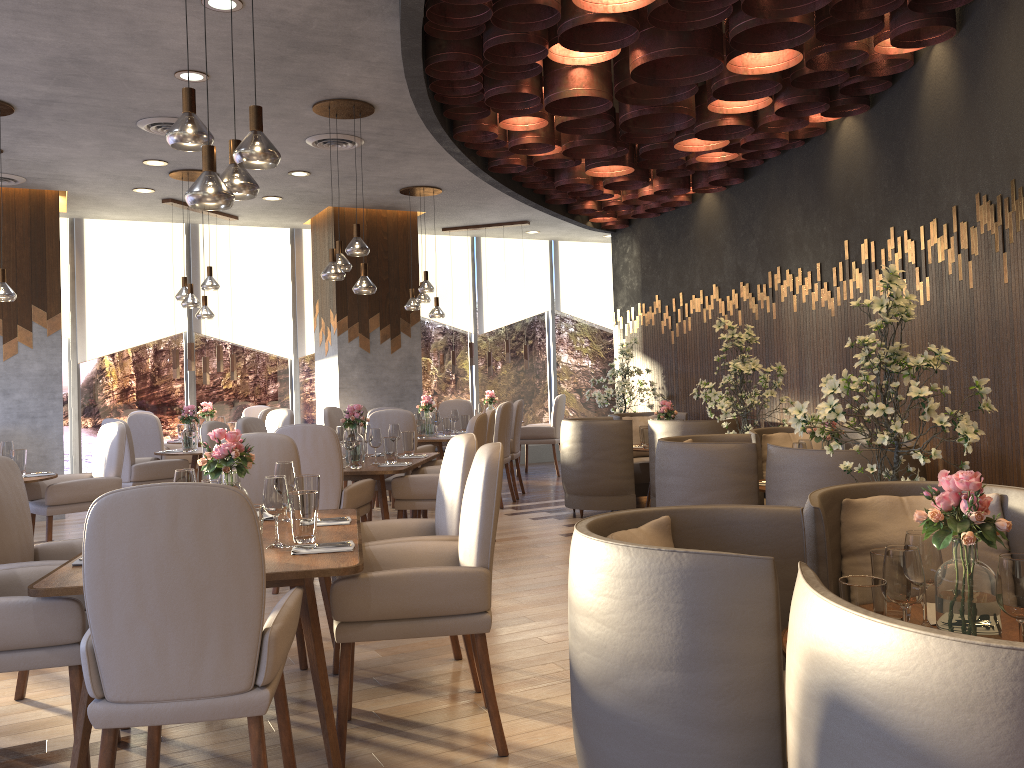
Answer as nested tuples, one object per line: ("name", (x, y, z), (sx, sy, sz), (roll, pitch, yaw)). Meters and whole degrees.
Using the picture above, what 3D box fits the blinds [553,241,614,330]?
("blinds", (1.123, -2.073, 13.182), (1.173, 2.683, 0.007), (-1, -2, -27))

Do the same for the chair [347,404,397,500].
("chair", (-1.431, 0.709, 9.514), (0.599, 1.001, 0.528), (-2, -1, 16))

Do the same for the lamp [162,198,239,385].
("lamp", (-3.367, -0.960, 9.703), (0.118, 1.933, 1.161), (-2, -1, 18))

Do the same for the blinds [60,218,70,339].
("blinds", (-5.555, -1.826, 9.764), (1.173, 2.683, 0.007), (-1, -2, -27))

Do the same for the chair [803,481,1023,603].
("chair", (1.267, 0.745, 2.680), (0.774, 0.838, 0.595), (-2, -1, 13))

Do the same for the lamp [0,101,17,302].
("lamp", (-3.606, -1.228, 5.997), (0.439, 1.327, 0.439), (-1, -1, -25))

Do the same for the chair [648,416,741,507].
("chair", (1.556, 0.704, 7.259), (0.774, 0.838, 0.595), (-2, -1, -12))

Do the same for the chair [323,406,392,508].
("chair", (-1.570, 0.718, 8.966), (0.599, 1.001, 0.528), (-2, -1, 11))

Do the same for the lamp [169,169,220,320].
("lamp", (-2.910, -1.266, 8.168), (0.439, 1.327, 0.439), (-1, -1, -20))

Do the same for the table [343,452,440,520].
("table", (-1.085, 0.885, 6.272), (0.964, 0.666, 1.306), (-2, 0, 6))

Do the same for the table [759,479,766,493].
("table", (1.781, 0.849, 5.018), (0.833, 0.562, 0.834), (-2, 0, 16))

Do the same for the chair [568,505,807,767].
("chair", (0.449, 0.775, 2.261), (0.595, 0.838, 0.774), (-2, -1, 23))

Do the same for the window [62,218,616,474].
("window", (-3.452, -0.559, 7.679), (8.057, 3.201, 16.120), (-2, 0, 18))

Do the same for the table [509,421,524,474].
("table", (-0.248, 0.824, 11.353), (0.834, 0.662, 0.833), (-2, 0, -36))

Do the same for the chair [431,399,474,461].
("chair", (-0.677, 0.681, 9.885), (0.528, 1.001, 0.599), (-2, -1, 11))

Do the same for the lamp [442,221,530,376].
("lamp", (-0.308, -1.075, 11.362), (1.160, 1.933, 0.118), (-2, -1, 18))

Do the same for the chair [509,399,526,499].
("chair", (-0.165, 0.669, 9.203), (0.599, 1.001, 0.528), (-2, -1, 9))

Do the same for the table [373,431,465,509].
("table", (-0.858, 0.858, 9.088), (0.964, 0.666, 1.307), (-2, 0, 14))

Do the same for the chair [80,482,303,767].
("chair", (-0.856, 0.738, 2.422), (0.528, 1.001, 0.599), (-2, -1, -8))

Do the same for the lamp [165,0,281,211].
("lamp", (-1.086, -1.295, 3.305), (0.439, 1.327, 0.439), (-2, -1, 12))

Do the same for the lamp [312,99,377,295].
("lamp", (-1.184, -1.312, 6.335), (0.439, 1.327, 0.439), (-1, -1, -22))

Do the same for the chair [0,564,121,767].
("chair", (-1.629, 0.761, 2.839), (0.600, 1.001, 0.528), (-2, -1, -13))

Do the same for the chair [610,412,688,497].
("chair", (1.276, 0.704, 8.610), (0.774, 0.838, 0.595), (-2, -1, -17))

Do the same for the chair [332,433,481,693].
("chair", (-0.433, 0.716, 3.631), (0.600, 1.001, 0.528), (-2, -1, -15))

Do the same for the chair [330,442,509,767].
("chair", (-0.314, 0.715, 3.074), (0.600, 1.001, 0.528), (-2, -1, -8))

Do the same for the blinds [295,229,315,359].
("blinds", (-2.213, -1.677, 11.462), (1.173, 2.683, 0.007), (-1, -2, -27))

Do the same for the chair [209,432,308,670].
("chair", (-1.180, 0.738, 4.061), (0.528, 1.001, 0.599), (-2, -1, -13))

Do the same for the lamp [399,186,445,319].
("lamp", (-0.922, -1.340, 9.167), (0.439, 1.327, 0.439), (-1, -2, -42))

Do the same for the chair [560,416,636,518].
("chair", (0.731, 0.727, 7.856), (0.595, 0.838, 0.774), (-2, -1, -7))

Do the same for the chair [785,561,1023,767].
("chair", (0.848, 0.767, 1.420), (0.774, 0.838, 0.595), (-2, -1, 18))

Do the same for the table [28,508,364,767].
("table", (-1.030, 0.904, 3.240), (0.965, 0.666, 1.306), (-2, 0, -10))

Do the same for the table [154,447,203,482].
("table", (-2.812, 0.933, 8.096), (0.833, 0.662, 0.834), (-2, 0, 37))

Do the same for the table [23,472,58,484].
("table", (-3.503, 0.971, 5.936), (0.833, 0.662, 0.834), (-2, 0, 23))

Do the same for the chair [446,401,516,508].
("chair", (-0.284, 0.676, 8.646), (0.599, 1.001, 0.528), (-2, -1, 16))

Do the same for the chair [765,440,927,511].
("chair", (1.674, 0.720, 4.358), (0.774, 0.838, 0.595), (-2, -1, 8))

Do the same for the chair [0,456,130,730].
("chair", (-1.727, 0.761, 3.396), (0.600, 1.001, 0.528), (-2, -1, -8))

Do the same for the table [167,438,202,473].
("table", (-3.308, 0.939, 9.661), (0.834, 0.662, 0.833), (-2, 0, -7))

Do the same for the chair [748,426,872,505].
("chair", (1.868, 0.704, 5.672), (0.774, 0.838, 0.595), (-2, -1, 3))

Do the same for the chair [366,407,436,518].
("chair", (-1.045, 0.705, 8.272), (0.528, 1.001, 0.599), (-2, -1, 16))

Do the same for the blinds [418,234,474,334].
("blinds", (-1.099, -2.013, 12.046), (1.173, 2.683, 0.007), (-1, -2, -27))

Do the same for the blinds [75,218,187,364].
("blinds", (-4.433, -1.584, 10.326), (1.173, 2.683, 0.007), (-1, -2, -27))

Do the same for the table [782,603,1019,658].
("table", (1.063, 0.894, 2.041), (0.833, 0.562, 0.833), (-2, 0, 12))

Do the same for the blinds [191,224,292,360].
("blinds", (-3.323, -1.618, 10.894), (1.173, 2.683, 0.007), (-1, -2, -27))

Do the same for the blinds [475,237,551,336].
("blinds", (0.012, -2.032, 12.614), (1.173, 2.683, 0.007), (-1, -2, -27))

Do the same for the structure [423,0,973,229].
("structure", (0.900, -1.907, 5.189), (2.754, 0.557, 9.450), (-2, 0, 3))

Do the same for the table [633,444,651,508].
("table", (1.409, 0.842, 7.963), (0.834, 0.562, 0.833), (-2, 0, -34))

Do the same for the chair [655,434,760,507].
("chair", (1.135, 0.733, 5.116), (0.595, 0.838, 0.774), (-2, -1, 13))
